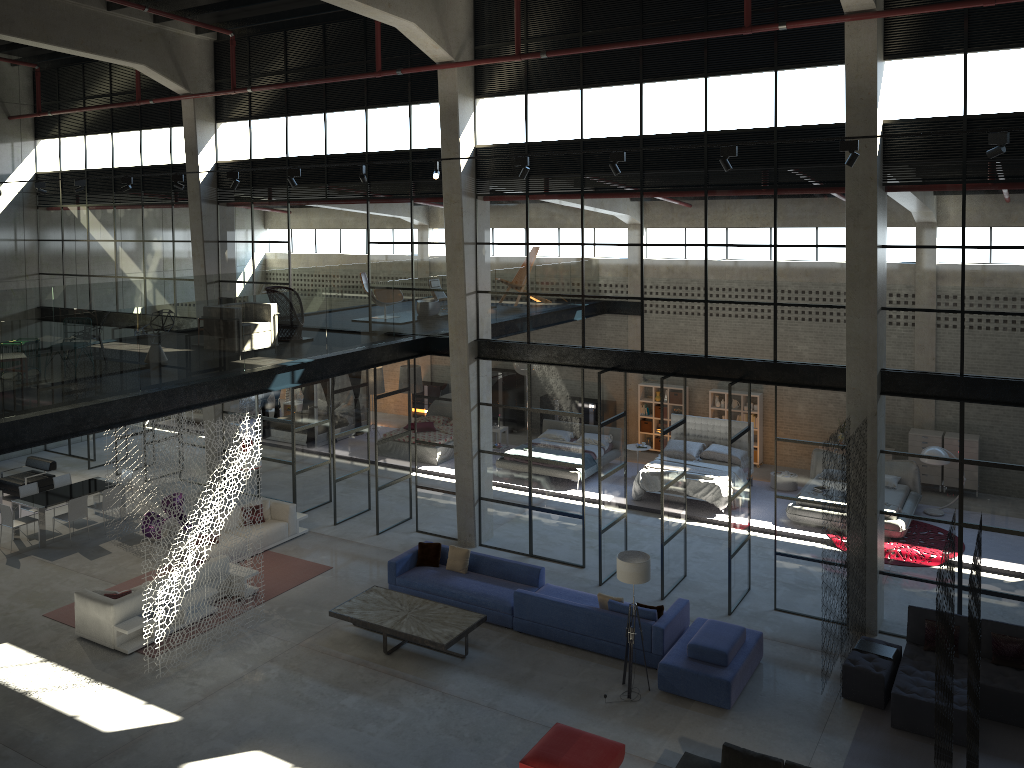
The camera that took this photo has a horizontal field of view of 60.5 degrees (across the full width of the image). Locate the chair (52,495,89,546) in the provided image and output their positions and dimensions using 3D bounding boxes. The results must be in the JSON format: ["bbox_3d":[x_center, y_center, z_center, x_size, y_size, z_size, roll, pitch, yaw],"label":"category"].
[{"bbox_3d":[-8.394,2.550,16.710,0.546,0.864,0.423,2,5,31],"label":"chair"}]

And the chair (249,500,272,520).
[{"bbox_3d":[-4.773,2.424,16.659,0.381,0.335,0.256,-4,6,-25],"label":"chair"}]

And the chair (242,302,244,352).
[{"bbox_3d":[-4.489,-0.895,14.531,0.806,0.826,0.993,3,8,31],"label":"chair"}]

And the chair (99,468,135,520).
[{"bbox_3d":[-8.180,2.270,18.180,0.421,0.864,0.550,2,5,31],"label":"chair"}]

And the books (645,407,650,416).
[{"bbox_3d":[3.500,0.703,22.660,0.075,0.202,0.160,2,6,31],"label":"books"}]

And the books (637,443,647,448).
[{"bbox_3d":[2.980,1.417,20.125,0.229,0.042,0.305,0,11,5],"label":"books"}]

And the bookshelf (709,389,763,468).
[{"bbox_3d":[5.485,1.066,21.490,1.243,1.745,0.332,3,4,31],"label":"bookshelf"}]

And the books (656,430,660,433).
[{"bbox_3d":[3.876,1.218,22.480,0.310,0.054,0.233,6,12,31],"label":"books"}]

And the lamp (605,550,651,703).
[{"bbox_3d":[1.496,3.077,11.076,0.430,1.731,0.674,1,4,28],"label":"lamp"}]

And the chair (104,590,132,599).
[{"bbox_3d":[-5.731,3.164,12.835,0.403,0.333,0.285,-2,6,-14],"label":"chair"}]

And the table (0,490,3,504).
[{"bbox_3d":[-11.622,2.566,18.013,0.903,0.404,1.823,5,12,30],"label":"table"}]

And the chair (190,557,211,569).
[{"bbox_3d":[-5.009,2.940,13.942,0.269,0.319,0.400,3,8,33],"label":"chair"}]

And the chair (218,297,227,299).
[{"bbox_3d":[-5.309,-1.145,15.922,0.521,0.818,0.562,2,6,31],"label":"chair"}]

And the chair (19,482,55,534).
[{"bbox_3d":[-9.376,2.449,17.298,0.546,0.864,0.423,2,5,31],"label":"chair"}]

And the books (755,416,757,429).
[{"bbox_3d":[5.914,0.917,21.197,0.022,0.272,0.255,1,6,31],"label":"books"}]

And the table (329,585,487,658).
[{"bbox_3d":[-1.503,3.490,12.614,2.070,0.395,1.039,6,11,31],"label":"table"}]

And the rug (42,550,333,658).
[{"bbox_3d":[-5.180,3.388,14.411,2.655,0.020,3.672,6,12,30],"label":"rug"}]

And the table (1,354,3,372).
[{"bbox_3d":[-6.959,-0.187,12.064,0.473,0.392,0.637,-5,10,-34],"label":"table"}]

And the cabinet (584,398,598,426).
[{"bbox_3d":[1.778,0.978,23.731,2.088,1.151,0.453,5,6,31],"label":"cabinet"}]

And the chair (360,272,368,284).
[{"bbox_3d":[-2.896,-2.021,19.889,0.979,1.020,0.798,-4,7,-31],"label":"chair"}]

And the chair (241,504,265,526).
[{"bbox_3d":[-4.857,2.461,16.473,0.412,0.333,0.258,-4,7,-26],"label":"chair"}]

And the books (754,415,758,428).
[{"bbox_3d":[5.897,0.907,21.216,0.027,0.286,0.255,1,6,31],"label":"books"}]

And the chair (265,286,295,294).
[{"bbox_3d":[-4.245,-1.323,16.371,0.687,0.979,0.837,0,6,1],"label":"chair"}]

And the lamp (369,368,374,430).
[{"bbox_3d":[-3.769,0.489,24.121,0.803,1.910,0.687,-2,4,-17],"label":"lamp"}]

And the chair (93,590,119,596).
[{"bbox_3d":[-5.952,3.145,12.994,0.390,0.269,0.322,0,7,6],"label":"chair"}]

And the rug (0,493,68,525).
[{"bbox_3d":[-11.421,2.755,18.091,2.417,0.025,3.431,6,12,30],"label":"rug"}]

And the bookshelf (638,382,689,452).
[{"bbox_3d":[3.866,0.903,22.450,1.243,1.745,0.332,3,4,31],"label":"bookshelf"}]

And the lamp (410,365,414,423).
[{"bbox_3d":[-2.731,0.460,24.218,0.803,1.909,0.687,-2,4,-17],"label":"lamp"}]

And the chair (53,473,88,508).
[{"bbox_3d":[-9.016,2.332,17.898,0.546,0.864,0.423,2,5,31],"label":"chair"}]

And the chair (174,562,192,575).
[{"bbox_3d":[-5.195,2.988,13.702,0.269,0.315,0.398,1,8,18],"label":"chair"}]

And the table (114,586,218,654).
[{"bbox_3d":[-5.073,3.476,12.958,0.301,0.365,1.588,3,11,31],"label":"table"}]

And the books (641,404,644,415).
[{"bbox_3d":[3.375,0.664,22.724,0.019,0.259,0.177,1,5,31],"label":"books"}]

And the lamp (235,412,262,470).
[{"bbox_3d":[-4.528,0.874,15.043,0.441,1.093,0.442,2,5,39],"label":"lamp"}]

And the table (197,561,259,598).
[{"bbox_3d":[-4.706,3.191,14.446,1.205,0.366,0.303,5,8,31],"label":"table"}]

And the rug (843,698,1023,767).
[{"bbox_3d":[5.459,4.277,9.139,3.639,0.020,2.679,6,12,31],"label":"rug"}]

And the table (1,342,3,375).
[{"bbox_3d":[-7.187,-0.386,12.820,0.392,0.512,0.418,0,6,6],"label":"table"}]

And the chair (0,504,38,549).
[{"bbox_3d":[-9.230,2.612,16.428,0.421,0.864,0.550,2,5,31],"label":"chair"}]

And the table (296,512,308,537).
[{"bbox_3d":[-4.402,2.693,17.067,0.903,0.367,0.303,5,8,31],"label":"table"}]

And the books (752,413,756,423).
[{"bbox_3d":[5.854,0.883,21.241,0.036,0.330,0.255,1,6,31],"label":"books"}]

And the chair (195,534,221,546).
[{"bbox_3d":[-5.365,2.727,15.480,0.415,0.107,0.412,-3,10,-13],"label":"chair"}]

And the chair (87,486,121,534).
[{"bbox_3d":[-8.034,2.433,17.310,0.546,0.864,0.423,2,5,31],"label":"chair"}]

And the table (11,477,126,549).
[{"bbox_3d":[-8.705,2.496,17.306,0.903,0.750,1.823,4,10,31],"label":"table"}]

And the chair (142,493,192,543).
[{"bbox_3d":[-6.652,2.554,16.917,0.657,0.742,0.805,3,8,31],"label":"chair"}]

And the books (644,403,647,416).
[{"bbox_3d":[3.454,0.661,22.669,0.048,0.285,0.186,1,5,31],"label":"books"}]

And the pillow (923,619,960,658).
[{"bbox_3d":[5.531,3.274,11.291,0.414,0.342,0.237,4,7,32],"label":"pillow"}]

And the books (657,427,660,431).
[{"bbox_3d":[3.876,1.162,22.477,0.283,0.054,0.233,6,12,30],"label":"books"}]

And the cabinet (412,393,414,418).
[{"bbox_3d":[-2.426,0.558,26.176,1.043,1.152,0.453,3,5,31],"label":"cabinet"}]
